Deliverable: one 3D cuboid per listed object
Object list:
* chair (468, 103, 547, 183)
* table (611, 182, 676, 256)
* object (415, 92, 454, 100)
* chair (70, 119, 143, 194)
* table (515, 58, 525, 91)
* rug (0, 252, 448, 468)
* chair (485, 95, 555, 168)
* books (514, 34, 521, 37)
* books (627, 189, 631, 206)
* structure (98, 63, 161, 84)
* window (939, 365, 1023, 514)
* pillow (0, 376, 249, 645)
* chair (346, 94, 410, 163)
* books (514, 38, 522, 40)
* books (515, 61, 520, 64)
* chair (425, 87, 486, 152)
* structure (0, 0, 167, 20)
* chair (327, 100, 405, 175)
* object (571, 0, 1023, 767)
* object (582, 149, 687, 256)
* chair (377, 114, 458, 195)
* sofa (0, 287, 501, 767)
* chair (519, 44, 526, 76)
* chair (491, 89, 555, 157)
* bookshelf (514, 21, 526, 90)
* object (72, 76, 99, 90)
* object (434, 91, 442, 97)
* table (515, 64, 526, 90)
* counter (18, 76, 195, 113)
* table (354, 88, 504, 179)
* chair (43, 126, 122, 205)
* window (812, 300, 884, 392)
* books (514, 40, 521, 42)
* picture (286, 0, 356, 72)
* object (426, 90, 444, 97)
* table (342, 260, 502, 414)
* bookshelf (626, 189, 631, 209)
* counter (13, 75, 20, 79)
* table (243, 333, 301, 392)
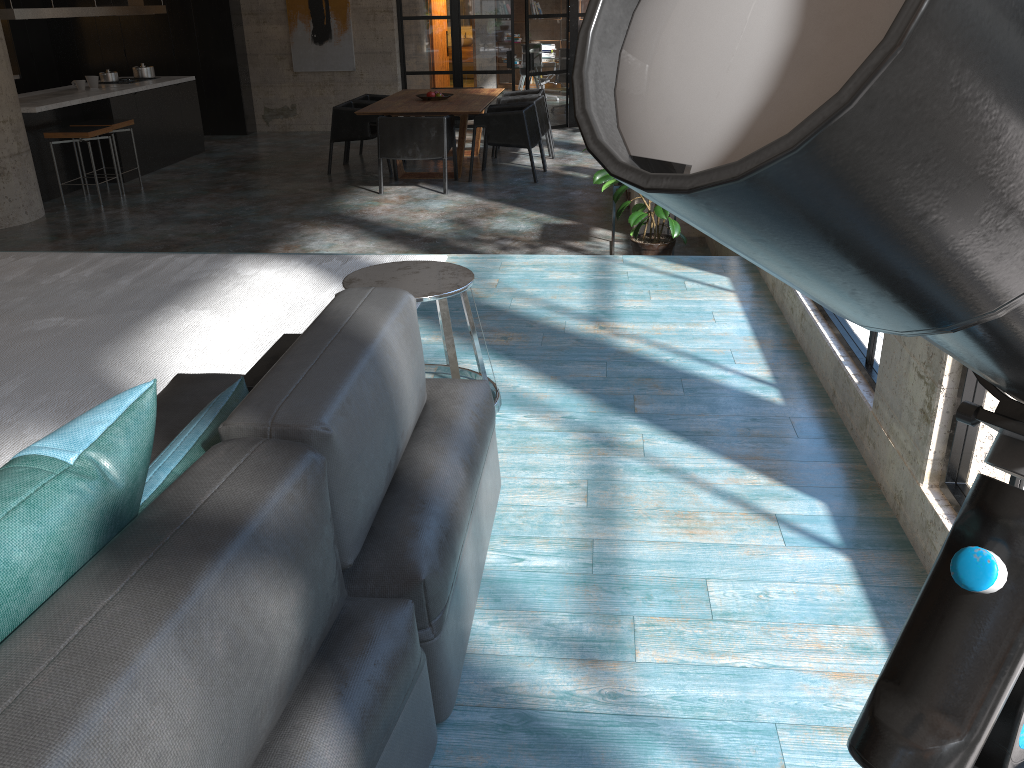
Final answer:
[{"bbox_3d":[-0.044,-2.612,9.577,0.754,0.738,0.707,3,24,10],"label":"chair"},{"bbox_3d":[0.984,-1.274,6.677,0.450,0.563,0.600,1,24,5],"label":"table"},{"bbox_3d":[-0.877,-3.271,10.057,0.435,0.079,0.435,19,31,38],"label":"object"},{"bbox_3d":[-4.234,-2.391,9.317,0.450,0.698,0.450,1,24,5],"label":"chair"},{"bbox_3d":[0.918,-5.838,16.941,1.800,0.721,0.800,1,24,5],"label":"table"},{"bbox_3d":[-2.203,0.780,1.665,2.954,0.032,7.768,1,24,5],"label":"rug"},{"bbox_3d":[0.087,-2.949,10.343,0.754,0.738,0.707,3,24,10],"label":"chair"},{"bbox_3d":[0.014,-7.269,18.493,0.326,0.055,0.255,2,24,8],"label":"books"},{"bbox_3d":[1.237,-1.838,8.298,0.274,0.263,0.393,5,24,15],"label":"books"},{"bbox_3d":[-4.728,-3.800,10.834,0.506,0.187,0.833,1,24,5],"label":"structure"},{"bbox_3d":[1.016,-0.536,0.976,0.081,2.530,1.780,1,24,5],"label":"window"},{"bbox_3d":[-0.673,0.199,1.445,0.349,0.466,1.042,5,24,15],"label":"pillow"},{"bbox_3d":[-1.616,-3.135,10.848,0.754,0.738,0.707,1,24,5],"label":"chair"},{"bbox_3d":[0.007,-7.201,18.503,0.379,0.036,0.244,-1,24,0],"label":"books"},{"bbox_3d":[-0.018,-6.780,18.702,0.326,0.055,0.255,5,24,15],"label":"books"},{"bbox_3d":[-0.726,-3.446,11.519,0.707,0.738,0.754,1,24,5],"label":"chair"},{"bbox_3d":[-4.753,-4.973,9.274,0.538,2.100,3.117,1,24,5],"label":"structure"},{"bbox_3d":[-1.694,-2.841,10.181,0.754,0.738,0.707,1,24,5],"label":"chair"},{"bbox_3d":[0.336,0.402,0.687,0.617,1.406,0.595,2,24,7],"label":"object"},{"bbox_3d":[0.917,-1.465,5.907,0.886,1.552,0.514,-4,24,-6],"label":"object"},{"bbox_3d":[-0.968,-2.396,9.125,0.707,0.738,0.754,1,24,5],"label":"chair"},{"bbox_3d":[-0.637,0.380,1.665,1.019,0.680,2.063,1,24,6],"label":"sofa"},{"bbox_3d":[0.456,-5.711,16.307,0.653,1.015,0.684,17,30,36],"label":"chair"},{"bbox_3d":[0.143,-3.266,11.066,0.754,0.738,0.707,1,24,5],"label":"chair"},{"bbox_3d":[1.173,-7.256,18.355,3.034,2.179,0.366,1,24,5],"label":"bookshelf"},{"bbox_3d":[-4.785,-3.390,9.964,0.188,0.133,0.437,1,24,6],"label":"object"},{"bbox_3d":[-0.845,-3.297,10.094,0.110,0.082,0.088,-22,31,-40],"label":"object"},{"bbox_3d":[0.947,-5.079,15.202,1.800,0.721,0.800,1,24,5],"label":"table"},{"bbox_3d":[-4.746,-3.252,9.869,1.000,0.046,3.500,1,24,5],"label":"counter"},{"bbox_3d":[-0.846,-2.899,10.248,1.299,0.756,2.410,1,24,5],"label":"table"},{"bbox_3d":[-4.237,-2.173,8.817,0.450,0.698,0.450,1,24,5],"label":"chair"},{"bbox_3d":[1.230,-1.434,3.022,0.081,2.530,1.780,1,24,5],"label":"window"},{"bbox_3d":[-0.002,-7.171,18.525,0.379,0.036,0.244,-1,24,1],"label":"books"},{"bbox_3d":[-2.768,-5.284,12.742,0.928,1.494,0.029,1,24,5],"label":"picture"},{"bbox_3d":[-0.870,-3.274,10.030,0.219,0.097,0.100,-20,30,-36],"label":"object"},{"bbox_3d":[-0.353,-0.143,3.118,0.620,0.472,0.620,2,24,8],"label":"table"},{"bbox_3d":[1.307,-2.075,8.766,0.350,0.347,1.600,1,24,5],"label":"bookshelf"},{"bbox_3d":[-7.494,-3.331,10.301,1.000,0.142,4.360,1,24,5],"label":"counter"},{"bbox_3d":[-0.528,0.105,2.675,0.420,0.390,0.413,1,24,5],"label":"table"}]
